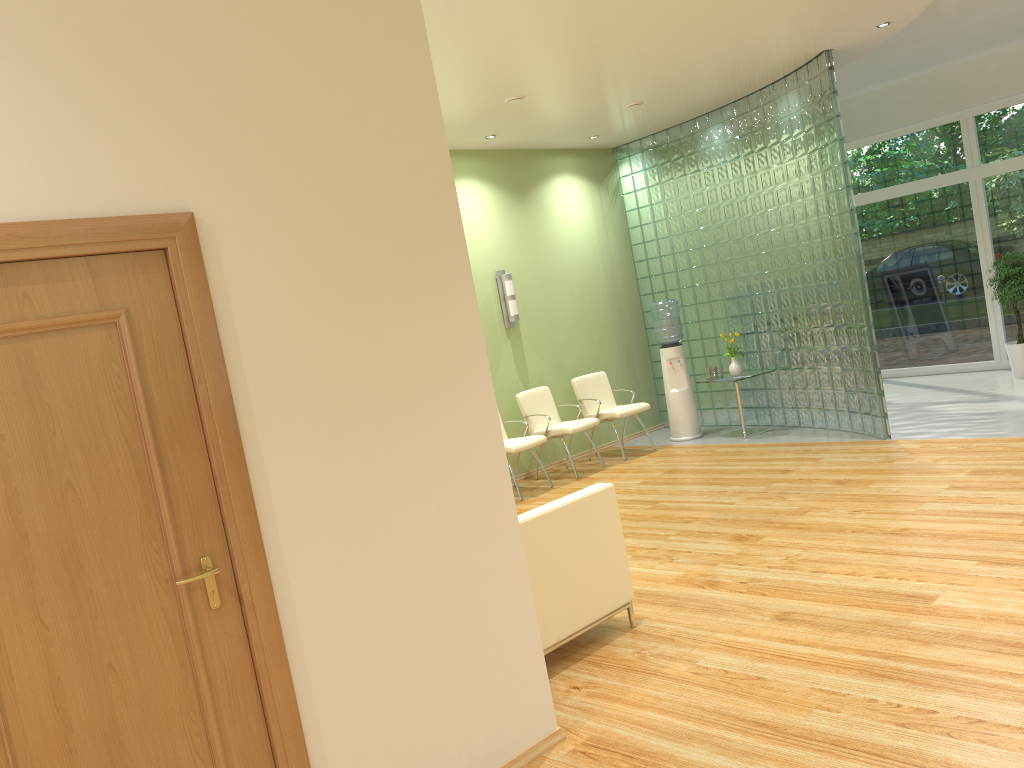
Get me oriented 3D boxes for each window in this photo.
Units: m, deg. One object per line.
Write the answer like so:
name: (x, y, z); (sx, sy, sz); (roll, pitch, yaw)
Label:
window: (6.692, -1.777, 8.820); (0.092, 3.000, 9.401); (-15, 6, -43)

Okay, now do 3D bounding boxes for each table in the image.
table: (2.370, 0.216, 9.225); (0.581, 0.614, 0.581); (-13, 5, -29)

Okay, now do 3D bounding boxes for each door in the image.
door: (-1.101, 0.672, 2.332); (0.823, 2.001, 0.098); (-15, 6, -43)

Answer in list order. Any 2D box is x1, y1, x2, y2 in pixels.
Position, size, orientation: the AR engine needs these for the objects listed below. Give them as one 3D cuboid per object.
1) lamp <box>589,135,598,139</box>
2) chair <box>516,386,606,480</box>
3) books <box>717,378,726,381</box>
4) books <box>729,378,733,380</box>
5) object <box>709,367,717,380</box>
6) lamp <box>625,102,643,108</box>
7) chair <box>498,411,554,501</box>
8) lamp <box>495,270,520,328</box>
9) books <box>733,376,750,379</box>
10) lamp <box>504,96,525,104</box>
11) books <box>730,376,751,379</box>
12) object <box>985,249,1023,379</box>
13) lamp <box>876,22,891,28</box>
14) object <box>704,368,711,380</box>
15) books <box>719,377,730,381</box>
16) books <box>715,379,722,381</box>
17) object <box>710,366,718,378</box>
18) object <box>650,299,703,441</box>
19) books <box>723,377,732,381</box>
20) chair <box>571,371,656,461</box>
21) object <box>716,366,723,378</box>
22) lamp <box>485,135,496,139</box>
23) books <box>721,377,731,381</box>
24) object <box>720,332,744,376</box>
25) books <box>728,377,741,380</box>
lamp: (0.866, -2.616, 9.404); (0.105, 0.011, 0.105); (-8, 5, 28)
chair: (15.161, -2.196, 7.060); (30.806, 0.986, 0.748); (-10, 4, 7)
books: (2.201, -0.053, 9.035); (0.210, 0.004, 0.150); (-13, 5, -28)
books: (2.289, -0.065, 8.980); (0.150, 0.004, 0.210); (-10, 4, 2)
object: (2.097, -0.108, 9.246); (0.071, 0.119, 0.072); (-15, 6, -43)
lamp: (1.127, -2.562, 8.167); (0.167, 0.024, 0.167); (-8, 5, 30)
chair: (14.874, -2.120, 6.780); (31.281, 0.986, 0.752); (-10, 4, 6)
lamp: (-0.035, -0.868, 8.968); (0.134, 0.580, 0.142); (-15, 6, -43)
books: (2.324, -0.072, 8.984); (0.150, 0.004, 0.210); (-12, 5, -18)
lamp: (0.022, -2.274, 7.117); (0.167, 0.024, 0.167); (-10, 4, 8)
books: (2.306, -0.069, 8.980); (0.150, 0.004, 0.210); (-11, 4, -8)
object: (5.398, -0.759, 9.488); (0.503, 1.376, 0.590); (-8, 5, 27)
lamp: (2.901, -2.803, 6.924); (0.105, 0.011, 0.105); (-13, 5, -27)
object: (2.059, -0.107, 9.321); (0.071, 0.119, 0.072); (-15, 6, -43)
books: (2.210, -0.053, 9.020); (0.210, 0.004, 0.150); (-14, 6, -38)
books: (2.193, -0.053, 9.052); (0.210, 0.004, 0.150); (-12, 5, -18)
object: (2.134, -0.124, 9.355); (0.071, 0.119, 0.072); (-15, 6, -43)
object: (1.762, -0.152, 9.571); (0.353, 1.506, 0.353); (-14, 5, -36)
books: (2.237, -0.057, 8.996); (0.150, 0.004, 0.210); (-8, 5, 32)
chair: (1.067, 0.315, 9.336); (0.536, 0.881, 0.650); (-14, 6, -38)
object: (2.171, -0.125, 9.284); (0.071, 0.119, 0.072); (-15, 6, -43)
lamp: (-0.202, -2.337, 8.388); (0.105, 0.011, 0.105); (-8, 5, 28)
books: (2.223, -0.055, 9.007); (0.150, 0.004, 0.210); (-7, 6, 42)
object: (2.293, -0.313, 9.173); (0.219, 0.459, 0.201); (-12, 4, -13)
books: (2.271, -0.062, 8.982); (0.150, 0.004, 0.210); (-10, 4, 12)
